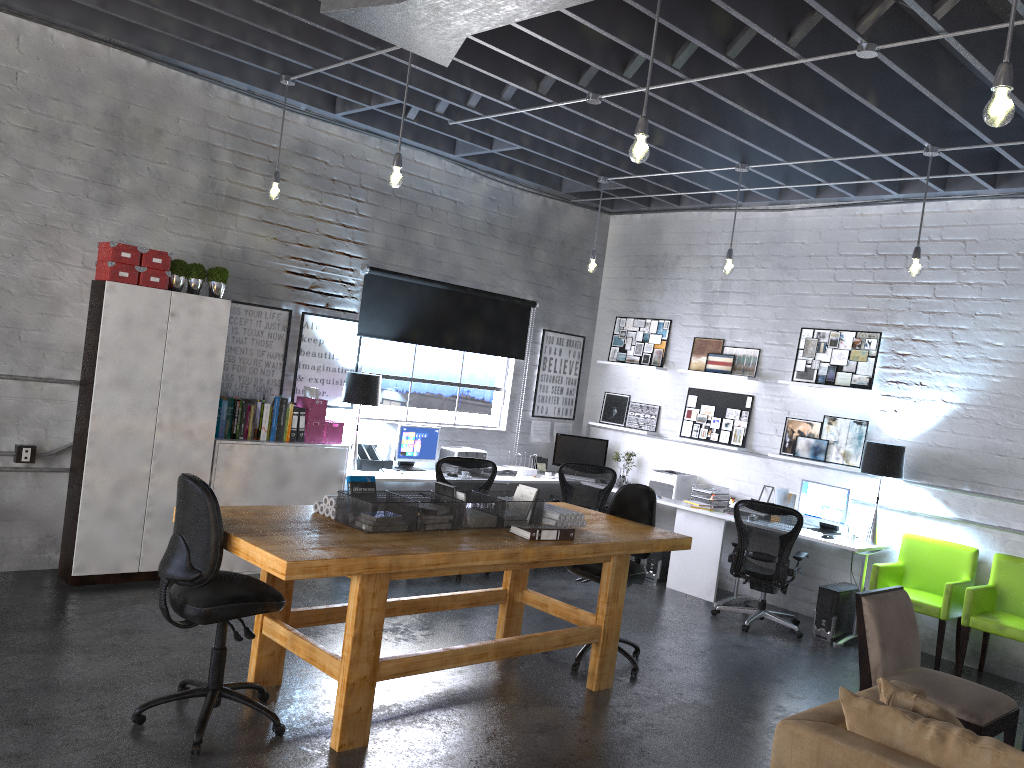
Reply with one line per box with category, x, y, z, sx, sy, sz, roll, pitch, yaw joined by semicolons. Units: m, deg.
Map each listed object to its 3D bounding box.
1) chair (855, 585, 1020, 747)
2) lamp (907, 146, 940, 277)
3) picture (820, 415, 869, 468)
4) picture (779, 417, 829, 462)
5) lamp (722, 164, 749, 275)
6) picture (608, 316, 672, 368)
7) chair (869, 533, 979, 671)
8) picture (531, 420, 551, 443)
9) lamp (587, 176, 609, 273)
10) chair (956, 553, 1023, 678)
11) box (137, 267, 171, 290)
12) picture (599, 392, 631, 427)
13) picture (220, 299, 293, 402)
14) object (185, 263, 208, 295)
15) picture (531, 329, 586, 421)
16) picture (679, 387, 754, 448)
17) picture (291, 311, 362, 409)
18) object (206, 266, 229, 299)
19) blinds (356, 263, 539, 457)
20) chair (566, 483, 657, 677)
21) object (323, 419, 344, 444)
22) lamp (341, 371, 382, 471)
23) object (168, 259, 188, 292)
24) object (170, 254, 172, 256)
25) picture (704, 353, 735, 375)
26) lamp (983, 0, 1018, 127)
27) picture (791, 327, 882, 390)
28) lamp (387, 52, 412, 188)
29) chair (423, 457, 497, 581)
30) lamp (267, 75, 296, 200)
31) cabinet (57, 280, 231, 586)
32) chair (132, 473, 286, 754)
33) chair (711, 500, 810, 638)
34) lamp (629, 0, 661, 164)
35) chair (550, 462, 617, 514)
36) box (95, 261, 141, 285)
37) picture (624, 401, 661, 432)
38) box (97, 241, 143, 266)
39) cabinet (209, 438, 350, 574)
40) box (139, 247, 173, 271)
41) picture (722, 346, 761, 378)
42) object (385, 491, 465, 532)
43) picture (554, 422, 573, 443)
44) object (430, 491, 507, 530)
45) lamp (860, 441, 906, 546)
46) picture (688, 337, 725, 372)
chair;2.289;1.628;4.835;0.575;0.842;0.724;6;2;-44
lamp;2.797;-1.165;6.037;0.104;0.878;0.104;6;2;-44
picture;2.868;0.497;7.706;0.048;0.409;0.409;6;2;-44
picture;2.628;0.493;7.944;0.054;0.345;0.451;6;2;-44
lamp;1.786;-1.314;7.108;0.104;0.878;0.104;6;2;-44
picture;1.343;-0.451;9.390;0.058;0.503;0.748;6;2;-44
chair;3.184;1.676;6.910;0.516;0.921;0.610;6;2;-44
picture;0.313;0.507;9.448;0.289;0.221;0.036;6;2;-44
lamp;0.787;-1.462;8.167;0.104;0.878;0.104;6;2;-44
chair;3.658;1.746;6.408;0.516;0.921;0.610;6;2;-44
box;-2.527;-0.732;6.153;0.206;0.131;0.270;6;1;-44
picture;1.109;0.270;9.571;0.042;0.343;0.354;6;2;-44
picture;-2.076;-0.249;7.092;0.607;0.781;0.020;6;2;-44
object;-2.290;-0.760;6.396;0.169;0.240;0.171;7;1;-5
picture;0.508;-0.088;9.549;0.659;0.935;0.020;6;2;-44
picture;1.984;0.319;8.640;0.058;0.503;0.748;6;2;-44
picture;-1.571;-0.189;7.576;0.607;0.781;0.020;6;2;-44
object;-2.151;-0.742;6.465;0.171;0.240;0.169;6;2;-45
blinds;-0.620;-0.144;8.424;2.121;1.633;0.100;6;2;-44
chair;0.634;1.233;5.793;0.658;1.165;0.687;9;2;45
object;-1.530;0.393;7.364;0.161;0.177;0.213;6;2;-44
lamp;-1.320;0.324;7.609;0.333;0.832;0.333;8;2;8
object;-2.378;-0.769;6.274;0.171;0.240;0.169;7;2;-15
object;-2.351;-0.888;6.110;0.012;0.011;0.002;6;2;-44
picture;2.021;-0.196;8.641;0.029;0.196;0.310;6;2;-44
lamp;1.633;-1.271;2.870;0.104;0.878;0.104;8;2;0
picture;2.843;-0.230;7.802;0.058;0.503;0.748;6;2;-44
lamp;-0.647;-1.608;5.285;0.104;0.878;0.104;6;2;-44
chair;-0.541;1.117;7.752;0.732;1.032;0.752;6;2;-40
lamp;-1.658;-1.757;6.356;0.104;0.878;0.104;6;2;-44
cabinet;-2.582;0.358;6.267;0.874;2.048;0.291;6;2;-44
chair;-1.341;0.998;4.159;0.658;1.165;0.687;9;2;45
chair;2.079;1.468;7.317;0.731;1.032;0.753;8;2;15
lamp;0.618;-1.421;3.945;0.104;0.878;0.104;6;2;-44
chair;0.626;1.257;8.632;0.732;1.032;0.752;7;2;-20
box;-2.677;-0.750;6.009;0.206;0.131;0.270;6;1;-44
picture;1.365;0.341;9.292;0.036;0.277;0.409;6;2;-44
box;-2.660;-0.878;6.005;0.206;0.131;0.270;6;1;-44
cabinet;-1.970;0.944;7.070;1.152;1.022;0.465;6;2;-44
box;-2.511;-0.862;6.150;0.206;0.133;0.268;6;1;-44
picture;2.178;-0.214;8.502;0.036;0.277;0.409;6;2;-44
object;-0.472;0.677;4.750;0.306;0.156;0.316;7;1;-44
picture;0.563;0.537;9.688;0.289;0.221;0.036;6;2;-44
object;-0.251;0.703;4.962;0.306;0.156;0.316;7;1;-44
lamp;2.991;0.898;7.236;0.333;0.832;0.333;8;2;8
picture;1.922;-0.285;8.781;0.042;0.343;0.354;6;2;-44
